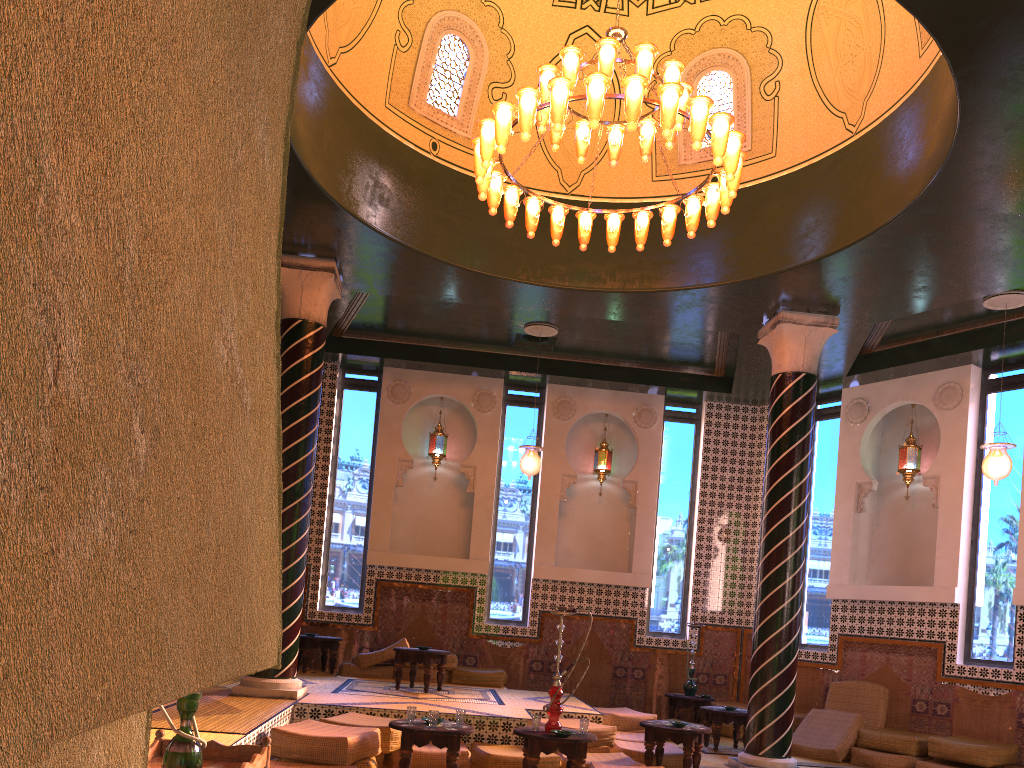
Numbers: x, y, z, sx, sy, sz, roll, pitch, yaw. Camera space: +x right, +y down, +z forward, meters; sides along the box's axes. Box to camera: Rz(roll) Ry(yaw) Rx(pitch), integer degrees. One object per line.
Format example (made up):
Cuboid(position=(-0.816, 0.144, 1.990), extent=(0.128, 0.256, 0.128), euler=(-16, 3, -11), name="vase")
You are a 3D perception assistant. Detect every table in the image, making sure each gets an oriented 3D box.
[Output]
Cuboid(position=(-3.229, 4.445, 14.183), extent=(0.836, 0.580, 0.866), euler=(2, -11, 14), name="table")
Cuboid(position=(0.407, 3.755, 8.567), extent=(0.856, 0.581, 0.845), euler=(13, -14, -39), name="table")
Cuboid(position=(-0.805, 3.618, 8.411), extent=(0.843, 0.580, 0.859), euler=(7, -11, -13), name="table")
Cuboid(position=(2.983, 5.574, 14.595), extent=(0.837, 0.580, 0.865), euler=(4, -11, 5), name="table")
Cuboid(position=(3.156, 5.076, 12.662), extent=(0.856, 0.581, 0.845), euler=(13, -14, -39), name="table")
Cuboid(position=(1.891, 4.294, 10.109), extent=(0.838, 0.580, 0.864), euler=(-2, -13, 31), name="table")
Cuboid(position=(-1.331, 4.152, 12.522), extent=(0.836, 0.580, 0.866), euler=(3, -11, 8), name="table")

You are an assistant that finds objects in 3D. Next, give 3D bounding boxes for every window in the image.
Cuboid(position=(6.834, 1.967, 12.074), extent=(0.092, 3.962, 0.773), euler=(6, -3, -34), name="window")
Cuboid(position=(-2.802, 1.992, 15.054), extent=(0.776, 3.962, 0.091), euler=(5, -2, -5), name="window")
Cuboid(position=(5.206, 2.463, 14.422), extent=(0.092, 3.962, 0.773), euler=(6, -3, -34), name="window")
Cuboid(position=(1.106, -3.973, 8.074), extent=(5.747, 1.145, 5.676), euler=(-4, -17, 31), name="window")
Cuboid(position=(0.038, 2.281, 15.289), extent=(0.776, 3.962, 0.091), euler=(5, -2, -5), name="window")
Cuboid(position=(2.877, 2.571, 15.524), extent=(0.776, 3.962, 0.091), euler=(5, -2, -5), name="window")

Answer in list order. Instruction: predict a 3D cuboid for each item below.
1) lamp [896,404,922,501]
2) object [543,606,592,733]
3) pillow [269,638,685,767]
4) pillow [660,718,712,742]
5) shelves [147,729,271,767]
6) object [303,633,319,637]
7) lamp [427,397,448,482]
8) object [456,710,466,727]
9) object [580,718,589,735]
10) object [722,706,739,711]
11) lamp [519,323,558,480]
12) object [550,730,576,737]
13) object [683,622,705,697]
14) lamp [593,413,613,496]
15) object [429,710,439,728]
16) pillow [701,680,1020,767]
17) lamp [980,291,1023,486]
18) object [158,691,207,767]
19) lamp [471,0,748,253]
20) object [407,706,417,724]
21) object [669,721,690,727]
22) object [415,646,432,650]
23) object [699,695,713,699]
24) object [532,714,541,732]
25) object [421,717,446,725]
Cuboid(position=(6.144, 1.033, 13.320), extent=(0.364, 1.550, 0.324), euler=(6, -3, -31), name="lamp")
Cuboid(position=(0.534, 2.847, 8.591), extent=(0.461, 1.241, 0.305), euler=(4, -3, 12), name="object")
Cuboid(position=(-2.656, 3.589, 9.885), extent=(10.045, 1.247, 10.236), euler=(6, -15, -4), name="pillow")
Cuboid(position=(2.582, 5.514, 13.722), extent=(0.992, 0.274, 0.961), euler=(14, -17, -33), name="pillow")
Cuboid(position=(-1.741, 2.523, 4.455), extent=(0.747, 1.273, 1.215), euler=(5, -8, -3), name="shelves")
Cuboid(position=(-3.273, 4.084, 14.048), extent=(0.250, 0.045, 0.259), euler=(2, -15, 10), name="object")
Cuboid(position=(-1.297, 0.952, 15.245), extent=(0.323, 1.550, 0.366), euler=(3, -3, 29), name="lamp")
Cuboid(position=(-0.505, 3.275, 8.453), extent=(0.093, 0.161, 0.093), euler=(7, -6, -27), name="object")
Cuboid(position=(0.715, 3.407, 8.584), extent=(0.093, 0.161, 0.093), euler=(7, -6, -27), name="object")
Cuboid(position=(3.191, 4.742, 12.615), extent=(0.250, 0.045, 0.259), euler=(2, -15, 10), name="object")
Cuboid(position=(0.349, 0.307, 13.014), extent=(0.522, 2.296, 0.522), euler=(5, -3, -15), name="lamp")
Cuboid(position=(0.494, 3.387, 8.355), extent=(0.252, 0.045, 0.258), euler=(-8, -19, 39), name="object")
Cuboid(position=(3.022, 4.651, 14.592), extent=(0.299, 1.242, 0.471), euler=(3, -4, 32), name="object")
Cuboid(position=(1.645, 1.258, 15.509), extent=(0.358, 1.550, 0.329), euler=(3, -3, 29), name="lamp")
Cuboid(position=(-0.750, 3.197, 8.233), extent=(0.093, 0.161, 0.093), euler=(7, -6, -27), name="object")
Cuboid(position=(5.066, 4.977, 12.668), extent=(1.429, 1.175, 5.826), euler=(11, -15, -33), name="pillow")
Cuboid(position=(5.979, 0.101, 10.557), extent=(0.522, 2.296, 0.522), euler=(5, -3, -15), name="lamp")
Cuboid(position=(-1.669, 1.361, 4.285), extent=(0.462, 1.242, 0.302), euler=(4, -3, 3), name="object")
Cuboid(position=(1.019, -3.959, 7.935), extent=(2.467, 4.561, 2.518), euler=(4, -5, 4), name="lamp")
Cuboid(position=(-0.981, 3.226, 8.413), extent=(0.092, 0.161, 0.094), euler=(0, -7, 43), name="object")
Cuboid(position=(1.944, 3.956, 10.031), extent=(0.253, 0.045, 0.256), euler=(10, -15, -19), name="object")
Cuboid(position=(-1.281, 3.838, 12.531), extent=(0.250, 0.045, 0.259), euler=(2, -15, 10), name="object")
Cuboid(position=(3.247, 5.239, 14.462), extent=(0.250, 0.045, 0.259), euler=(2, -15, 10), name="object")
Cuboid(position=(0.239, 3.359, 8.545), extent=(0.092, 0.161, 0.094), euler=(5, -5, -2), name="object")
Cuboid(position=(-0.772, 3.327, 8.508), extent=(0.252, 0.045, 0.258), euler=(-8, -19, 39), name="object")
